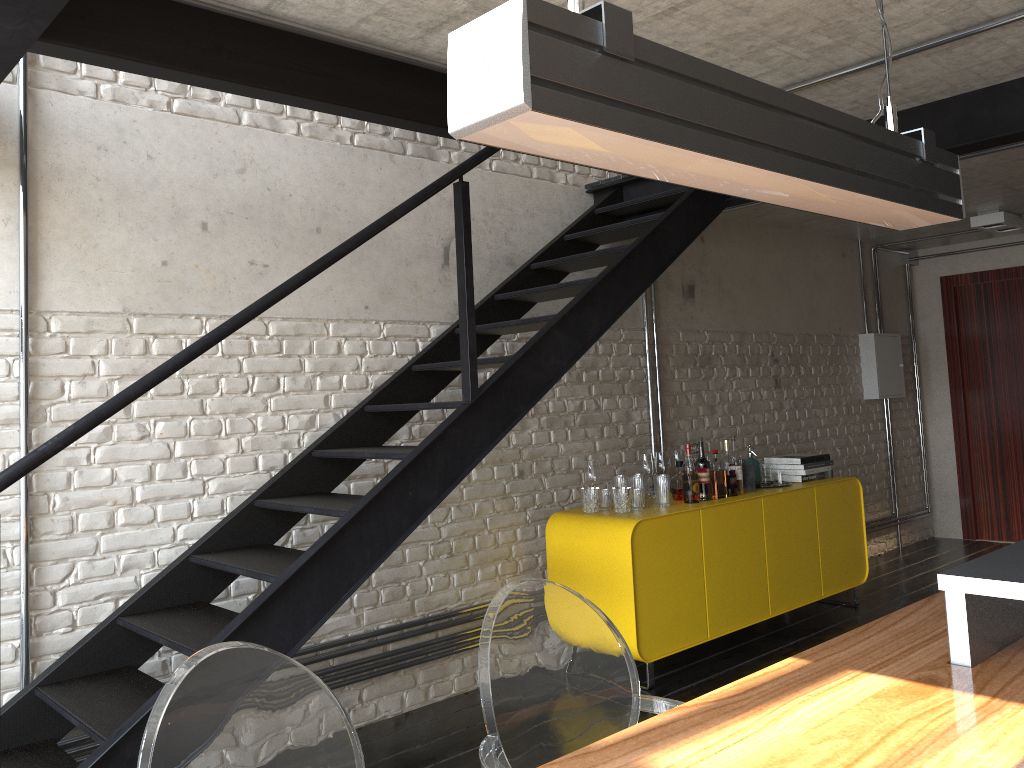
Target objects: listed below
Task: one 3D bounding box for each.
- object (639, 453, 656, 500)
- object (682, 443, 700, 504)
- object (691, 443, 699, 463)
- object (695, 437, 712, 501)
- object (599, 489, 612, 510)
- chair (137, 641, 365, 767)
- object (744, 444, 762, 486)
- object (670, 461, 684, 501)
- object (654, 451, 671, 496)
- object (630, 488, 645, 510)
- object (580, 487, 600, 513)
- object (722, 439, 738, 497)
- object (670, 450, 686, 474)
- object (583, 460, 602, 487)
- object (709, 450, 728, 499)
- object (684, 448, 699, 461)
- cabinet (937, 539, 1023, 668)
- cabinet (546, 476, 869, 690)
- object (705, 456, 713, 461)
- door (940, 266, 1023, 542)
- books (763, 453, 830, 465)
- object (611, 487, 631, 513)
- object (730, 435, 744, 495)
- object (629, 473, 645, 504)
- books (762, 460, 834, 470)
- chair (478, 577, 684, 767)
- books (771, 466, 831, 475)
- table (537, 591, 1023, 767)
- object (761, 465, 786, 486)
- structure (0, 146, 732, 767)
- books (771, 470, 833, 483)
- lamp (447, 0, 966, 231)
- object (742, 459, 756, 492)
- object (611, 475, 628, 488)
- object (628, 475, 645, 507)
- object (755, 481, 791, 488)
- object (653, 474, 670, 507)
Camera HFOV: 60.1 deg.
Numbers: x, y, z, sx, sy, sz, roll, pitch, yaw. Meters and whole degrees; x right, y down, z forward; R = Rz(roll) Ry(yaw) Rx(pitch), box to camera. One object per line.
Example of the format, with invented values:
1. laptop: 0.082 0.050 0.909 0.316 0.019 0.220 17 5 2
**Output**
1. object: 0.738 0.501 4.814 0.092 0.246 0.092 -3 -4 8
2. object: 0.916 0.458 4.555 0.081 0.310 0.081 -6 -6 39
3. object: 0.994 0.465 4.765 0.114 0.293 0.114 -2 -4 -14
4. object: 0.997 0.444 4.632 0.079 0.331 0.079 -6 -6 38
5. object: 0.463 0.580 4.439 0.092 0.100 0.092 -3 -3 -5
6. chair: -0.295 0.911 1.296 0.540 0.945 0.587 1 -5 -42
7. object: 1.413 0.477 5.228 0.119 0.240 0.118 -1 -4 -26
8. object: 0.893 0.511 4.682 0.087 0.207 0.087 -1 -4 -17
9. object: 0.834 0.498 4.893 0.092 0.246 0.092 -3 -4 8
10. object: 0.614 0.572 4.379 0.092 0.100 0.092 -3 -3 -5
11. object: 0.387 0.572 4.364 0.095 0.120 0.095 -3 -3 10
12. object: 1.166 0.451 4.772 0.081 0.308 0.081 -7 -6 42
13. object: 0.938 0.494 4.975 0.092 0.246 0.092 -3 -4 8
14. object: 0.412 0.511 4.496 0.092 0.246 0.092 -5 -5 31
15. object: 1.085 0.478 4.688 0.099 0.259 0.067 0 -6 -37
16. object: 1.030 0.491 5.059 0.092 0.246 0.092 -3 -4 8
17. cabinet: 2.762 0.741 1.890 2.746 1.009 2.423 -1 -2 -42
18. cabinet: 1.177 0.990 4.890 2.200 0.773 0.546 -1 -3 -42
19. object: 1.095 0.501 4.844 0.101 0.212 0.100 -1 -5 -27
20. door: 4.151 0.161 7.123 0.195 2.226 1.129 2 -6 -42
21. books: 1.745 0.459 5.424 0.325 0.038 0.258 -2 -1 -40
22. object: 0.534 0.564 4.307 0.096 0.120 0.095 -1 -4 -25
23. object: 1.220 0.442 4.841 0.073 0.322 0.073 -6 -6 38
24. object: 0.652 0.546 4.589 0.087 0.156 0.087 -1 -4 -30
25. books: 1.753 0.494 5.433 0.351 0.031 0.286 -2 -1 -42
26. chair: 0.201 0.895 1.706 0.540 0.945 0.587 0 -4 -32
27. books: 1.754 0.524 5.414 0.328 0.031 0.258 -2 -1 -44
28. table: 0.774 0.967 1.462 2.673 0.736 0.924 -2 -3 -42
29. object: 1.538 0.535 5.181 0.099 0.108 0.228 -2 -2 -15
30. structure: 1.046 -0.346 2.011 3.786 3.356 4.767 0 -3 -42
31. books: 1.758 0.562 5.425 0.351 0.044 0.258 -2 -1 -40
32. lamp: 0.353 -0.725 1.309 1.088 0.894 0.124 0 -5 -42
33. object: 1.280 0.511 4.923 0.135 0.183 0.052 -2 -4 -5
34. object: 0.557 0.550 4.560 0.087 0.156 0.087 -1 -4 -30
35. object: 0.636 0.545 4.493 0.087 0.156 0.087 -1 -4 -30
36. object: 1.473 0.589 5.160 0.299 0.012 0.299 -3 -1 28
37. object: 0.759 0.538 4.468 0.087 0.156 0.087 -1 -4 -30
